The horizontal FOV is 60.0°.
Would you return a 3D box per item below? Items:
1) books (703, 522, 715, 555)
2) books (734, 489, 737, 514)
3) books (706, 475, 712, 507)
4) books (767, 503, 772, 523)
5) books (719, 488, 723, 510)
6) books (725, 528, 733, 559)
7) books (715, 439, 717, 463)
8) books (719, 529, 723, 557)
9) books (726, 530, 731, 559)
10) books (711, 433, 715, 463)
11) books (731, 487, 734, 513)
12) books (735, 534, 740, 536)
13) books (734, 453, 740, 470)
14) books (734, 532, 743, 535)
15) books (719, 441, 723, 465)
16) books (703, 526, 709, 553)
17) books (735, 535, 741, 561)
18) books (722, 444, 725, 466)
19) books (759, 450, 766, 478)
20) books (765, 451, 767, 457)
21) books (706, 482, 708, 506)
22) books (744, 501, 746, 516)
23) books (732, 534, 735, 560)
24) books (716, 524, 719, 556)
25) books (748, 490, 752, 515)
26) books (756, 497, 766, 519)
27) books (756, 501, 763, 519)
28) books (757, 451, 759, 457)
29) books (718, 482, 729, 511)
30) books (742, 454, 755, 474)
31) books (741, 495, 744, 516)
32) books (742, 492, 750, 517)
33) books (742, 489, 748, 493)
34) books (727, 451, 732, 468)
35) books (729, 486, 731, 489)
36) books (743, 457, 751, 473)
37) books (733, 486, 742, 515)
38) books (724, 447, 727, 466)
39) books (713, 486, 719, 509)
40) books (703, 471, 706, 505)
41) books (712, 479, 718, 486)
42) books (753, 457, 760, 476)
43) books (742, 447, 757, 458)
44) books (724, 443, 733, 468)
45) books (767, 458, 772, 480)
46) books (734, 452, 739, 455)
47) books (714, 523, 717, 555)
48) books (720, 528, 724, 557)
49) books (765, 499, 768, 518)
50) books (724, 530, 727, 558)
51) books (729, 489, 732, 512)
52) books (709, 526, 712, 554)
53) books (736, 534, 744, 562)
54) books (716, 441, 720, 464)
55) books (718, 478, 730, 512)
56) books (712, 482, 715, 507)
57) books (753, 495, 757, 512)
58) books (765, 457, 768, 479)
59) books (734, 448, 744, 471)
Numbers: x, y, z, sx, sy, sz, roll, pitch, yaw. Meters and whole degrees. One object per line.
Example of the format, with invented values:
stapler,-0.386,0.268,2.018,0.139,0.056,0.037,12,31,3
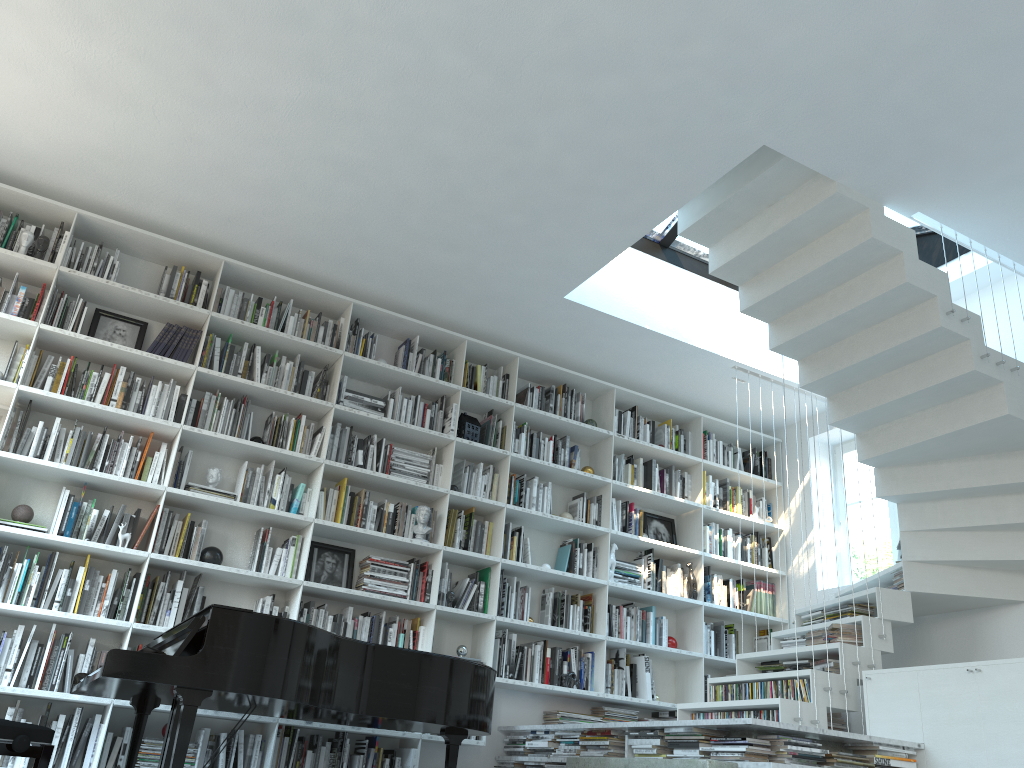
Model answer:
books,1.503,1.230,6.872,0.014,0.284,0.186,17,-27,-25
books,1.716,0.957,7.036,0.013,0.221,0.175,17,-27,-25
books,1.489,0.861,6.921,0.026,0.262,0.190,17,-27,-25
books,2.070,1.101,7.275,0.011,0.215,0.170,17,-27,-25
books,1.612,0.936,6.999,0.025,0.210,0.135,17,-27,-25
books,1.664,1.289,6.967,0.030,0.282,0.167,17,-27,-25
books,1.603,0.596,7.215,0.027,0.274,0.149,17,-27,-25
books,1.583,1.274,6.921,0.013,0.259,0.158,17,-27,-25
books,1.643,1.290,6.947,0.022,0.261,0.173,17,-27,-25
books,1.580,0.570,7.200,0.012,0.304,0.185,17,-27,-25
books,1.701,0.950,7.042,0.012,0.236,0.166,17,-27,-25
books,1.763,1.336,7.038,0.010,0.272,0.130,17,-27,-25
books,1.803,0.687,7.298,0.057,0.211,0.163,17,-27,-25
books,1.781,1.331,7.045,0.024,0.290,0.133,17,-27,-25
books,1.648,0.613,7.231,0.029,0.263,0.179,17,-27,-25
books,1.451,1.233,6.843,0.023,0.246,0.182,17,-27,-25
books,1.733,1.326,6.986,0.045,0.244,0.177,17,-27,-25
books,1.677,0.633,7.251,0.027,0.248,0.155,17,-27,-25
books,2.042,0.715,7.402,0.014,0.285,0.190,17,-27,-25
books,2.103,0.736,7.475,0.014,0.317,0.144,17,-27,-25
books,1.461,0.883,6.905,0.024,0.204,0.166,17,-27,-25
books,1.828,1.053,7.177,0.034,0.182,0.157,17,-27,-25
books,1.699,1.321,6.993,0.012,0.253,0.161,17,-27,-25
books,1.551,1.249,6.911,0.012,0.291,0.166,17,-27,-25
books,1.891,1.020,7.217,0.024,0.285,0.163,17,-27,-25
books,2.011,1.072,7.274,0.029,0.257,0.163,17,-27,-25
books,1.972,1.076,7.236,0.023,0.212,0.181,17,-27,-25
books,2.015,0.719,7.423,0.012,0.290,0.140,17,-27,-25
books,1.644,0.917,7.002,0.023,0.252,0.190,17,-27,-25
books,1.942,0.713,7.371,0.068,0.246,0.161,17,-27,-25
books,1.800,1.018,7.143,0.013,0.212,0.187,17,-27,-25
books,1.865,1.019,7.189,0.022,0.260,0.161,17,-27,-25
books,1.870,1.016,7.221,0.011,0.293,0.151,17,-27,-25
books,1.735,0.668,7.266,0.026,0.207,0.163,17,-27,-25
books,1.687,0.943,7.036,0.022,0.241,0.145,17,-27,-25
books,1.908,0.720,7.328,0.024,0.192,0.187,17,-27,-25
books,1.730,0.963,7.070,0.042,0.241,0.248,17,-27,-25
books,1.704,0.643,7.252,0.025,0.236,0.144,17,-27,-25
books,1.548,0.914,6.942,0.024,0.192,0.190,17,-27,-25
books,1.450,0.838,6.916,0.010,0.293,0.183,17,-27,-25
books,1.564,0.893,6.978,0.023,0.262,0.158,17,-27,-25
books,1.985,0.732,7.366,0.012,0.215,0.193,17,-27,-25
books,1.989,0.699,7.409,0.014,0.312,0.162,17,-27,-25
books,1.759,0.643,7.298,0.012,0.283,0.160,17,-27,-25
books,2.098,0.758,7.425,0.025,0.236,0.188,17,-27,-25
books,1.827,0.689,7.327,0.010,0.234,0.132,17,-27,-25
books,1.531,1.246,6.915,0.022,0.295,0.162,17,-27,-25
books,1.596,1.277,6.939,0.025,0.269,0.153,17,-27,-25
books,2.040,1.087,7.285,0.040,0.245,0.160,17,-27,-25
books,1.621,1.286,6.939,0.024,0.258,0.157,17,-27,-25
books,1.673,0.952,7.016,0.014,0.205,0.184,17,-27,-25
books,1.478,1.243,6.869,0.026,0.255,0.174,17,-27,-25
books,1.760,1.331,7.008,0.023,0.257,0.184,17,-27,-25
books,1.626,0.609,7.218,0.022,0.258,0.163,17,-27,-25
books,1.663,0.905,7.024,0.022,0.295,0.152,17,-27,-25
books,1.515,0.892,6.937,0.049,0.222,0.162,17,-27,-25
books,1.932,1.046,7.227,0.070,0.253,0.155,17,-27,-25
books,2.075,0.752,7.429,0.014,0.247,0.185,17,-27,-25
books,1.859,0.678,7.347,0.069,0.276,0.132,17,-27,-25
